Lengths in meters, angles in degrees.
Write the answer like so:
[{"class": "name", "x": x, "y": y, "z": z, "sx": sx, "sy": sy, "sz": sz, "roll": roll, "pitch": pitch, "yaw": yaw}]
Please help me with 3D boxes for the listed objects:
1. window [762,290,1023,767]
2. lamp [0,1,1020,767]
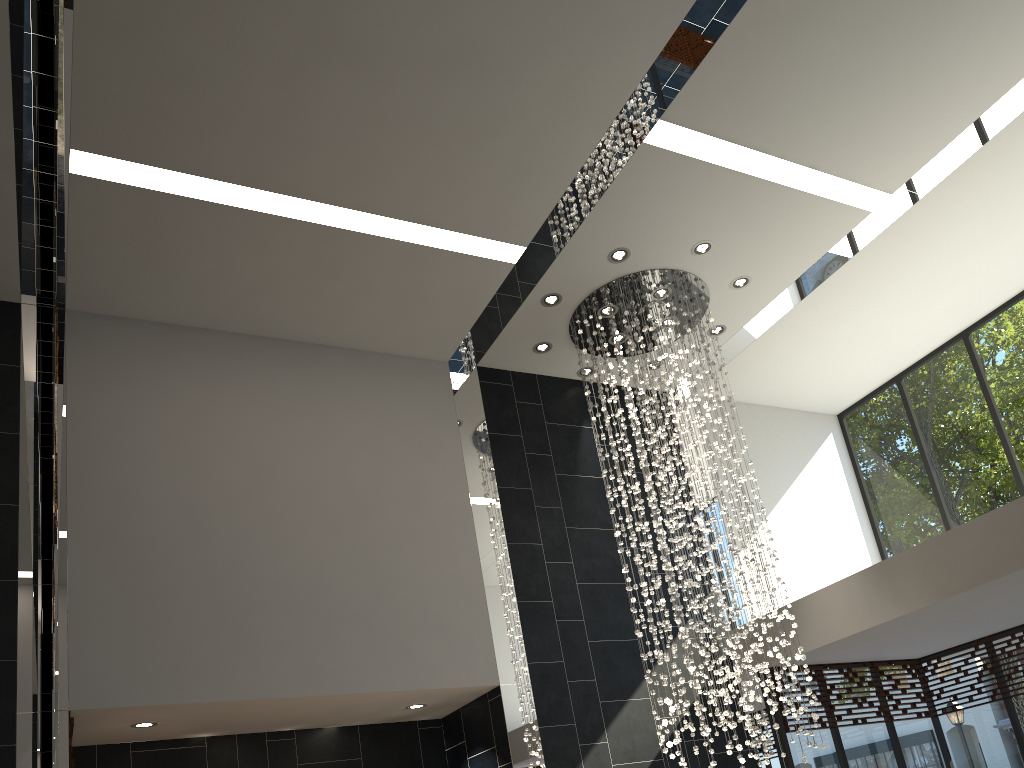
[{"class": "window", "x": 4.860, "y": 1.189, "z": 6.667, "sx": 2.363, "sy": 5.517, "sz": 6.649, "roll": 1, "pitch": -27, "yaw": -28}, {"class": "lamp", "x": -10.198, "y": -38.563, "z": 15.493, "sx": 398.022, "sy": 105.347, "sz": 435.569, "roll": -7, "pitch": -28, "yaw": -5}]
